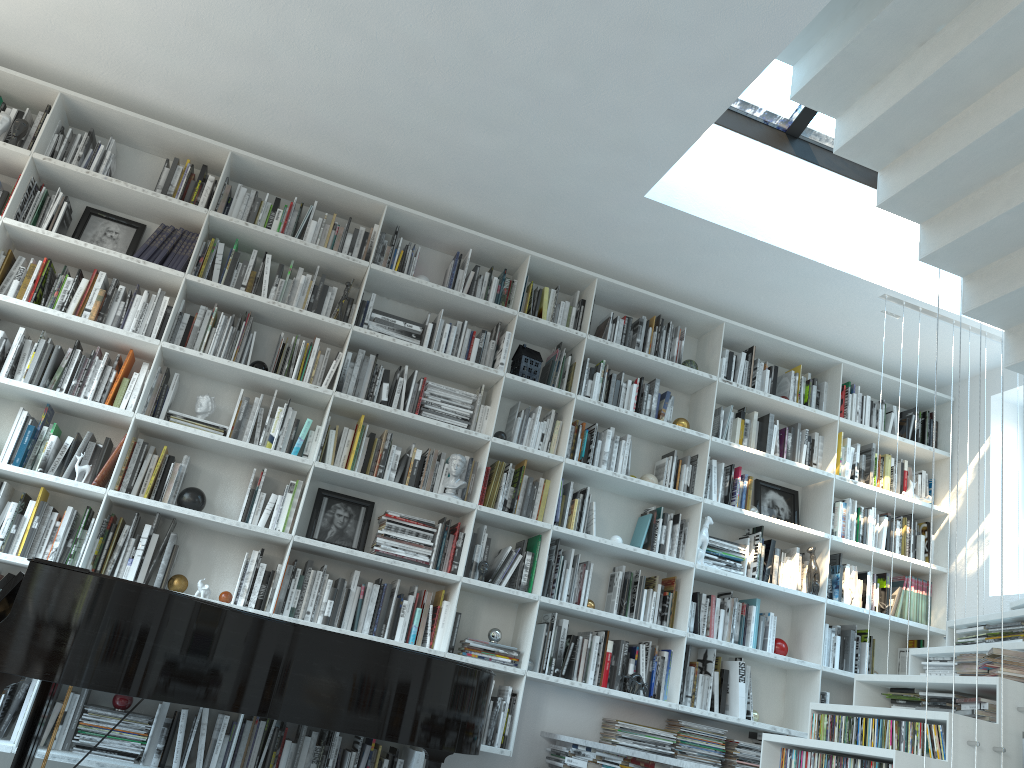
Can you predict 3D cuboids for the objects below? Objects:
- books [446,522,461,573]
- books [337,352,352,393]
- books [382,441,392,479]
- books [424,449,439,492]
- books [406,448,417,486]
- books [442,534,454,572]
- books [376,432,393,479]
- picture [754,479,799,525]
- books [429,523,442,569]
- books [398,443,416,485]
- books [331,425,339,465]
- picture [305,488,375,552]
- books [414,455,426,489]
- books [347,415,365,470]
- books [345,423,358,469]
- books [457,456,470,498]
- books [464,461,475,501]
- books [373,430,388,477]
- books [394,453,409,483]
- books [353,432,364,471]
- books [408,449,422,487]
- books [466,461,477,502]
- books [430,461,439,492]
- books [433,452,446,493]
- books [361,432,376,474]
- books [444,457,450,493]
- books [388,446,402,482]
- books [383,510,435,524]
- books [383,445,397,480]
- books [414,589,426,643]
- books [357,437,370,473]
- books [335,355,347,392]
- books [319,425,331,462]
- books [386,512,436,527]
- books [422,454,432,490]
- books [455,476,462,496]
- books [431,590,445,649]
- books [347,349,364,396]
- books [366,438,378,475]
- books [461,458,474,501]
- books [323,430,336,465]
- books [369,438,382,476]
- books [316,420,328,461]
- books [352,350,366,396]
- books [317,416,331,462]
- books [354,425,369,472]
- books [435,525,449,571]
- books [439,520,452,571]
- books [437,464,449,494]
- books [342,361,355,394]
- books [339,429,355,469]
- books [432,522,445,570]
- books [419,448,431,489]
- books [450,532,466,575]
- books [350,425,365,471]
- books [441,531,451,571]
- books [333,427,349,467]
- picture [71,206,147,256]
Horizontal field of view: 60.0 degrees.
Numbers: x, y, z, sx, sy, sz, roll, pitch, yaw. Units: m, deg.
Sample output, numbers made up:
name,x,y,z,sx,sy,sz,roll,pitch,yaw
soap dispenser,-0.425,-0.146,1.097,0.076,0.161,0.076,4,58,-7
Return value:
name,x,y,z,sx,sy,sz,roll,pitch,yaw
books,-0.323,0.865,4.587,0.011,0.278,0.186,17,-21,-14
books,-0.896,-0.020,4.656,0.026,0.266,0.171,17,-21,-14
books,-0.670,0.420,4.617,0.011,0.250,0.131,17,-21,-14
books,-0.441,0.481,4.662,0.025,0.257,0.151,17,-21,-14
books,-0.548,0.461,4.633,0.010,0.233,0.175,17,-21,-14
books,-0.349,0.894,4.588,0.021,0.216,0.132,17,-21,-14
books,-0.678,0.400,4.590,0.028,0.266,0.190,17,-21,-14
picture,1.603,0.751,5.364,0.300,0.298,0.078,17,-21,-14
books,-0.411,0.852,4.565,0.012,0.253,0.161,17,-21,-14
books,-0.558,0.448,4.638,0.014,0.257,0.162,17,-21,-14
books,-0.920,0.345,4.543,0.042,0.241,0.162,17,-21,-14
picture,-0.874,0.706,4.508,0.300,0.298,0.078,17,-21,-14
books,-0.503,0.488,4.631,0.029,0.199,0.179,17,-21,-14
books,-0.817,0.329,4.553,0.014,0.316,0.188,17,-21,-14
books,-0.845,0.354,4.584,0.010,0.283,0.137,17,-21,-14
books,-0.281,0.527,4.724,0.025,0.278,0.108,17,-21,-14
books,-0.250,0.544,4.725,0.014,0.260,0.137,17,-21,-14
books,-0.699,0.391,4.601,0.013,0.282,0.177,17,-21,-14
books,-0.596,0.469,4.629,0.050,0.198,0.146,17,-21,-14
books,-0.809,0.379,4.576,0.010,0.244,0.150,17,-21,-14
books,-0.527,0.468,4.626,0.029,0.223,0.186,17,-21,-14
books,-0.235,0.549,4.737,0.023,0.263,0.107,17,-21,-14
books,-0.429,0.516,4.674,0.022,0.206,0.114,17,-21,-14
books,-0.401,0.497,4.682,0.024,0.258,0.127,17,-21,-14
books,-0.762,0.391,4.602,0.028,0.258,0.135,17,-21,-14
books,-0.353,0.512,4.702,0.014,0.262,0.135,17,-21,-14
books,-0.628,0.447,4.611,0.030,0.214,0.169,17,-21,-14
books,-0.533,0.698,4.570,0.254,0.012,0.161,16,-21,-10
books,-0.653,0.438,4.603,0.024,0.215,0.176,17,-21,-14
books,-0.482,1.179,4.462,0.010,0.283,0.132,17,-21,-14
books,-0.787,0.396,4.585,0.024,0.227,0.148,17,-21,-14
books,-0.918,-0.017,4.658,0.012,0.253,0.161,17,-21,-14
books,-0.972,0.338,4.542,0.011,0.234,0.142,17,-21,-14
books,-0.536,0.709,4.567,0.254,0.012,0.161,18,-22,-17
books,-0.472,0.493,4.669,0.025,0.229,0.143,17,-21,-14
books,-0.302,0.526,4.705,0.025,0.258,0.131,17,-21,-14
books,-0.394,1.195,4.478,0.011,0.299,0.149,17,-21,-14
books,-0.843,-0.019,4.672,0.026,0.296,0.179,17,-21,-14
books,-0.740,0.406,4.583,0.012,0.227,0.170,17,-21,-14
books,-0.259,0.534,4.711,0.014,0.265,0.154,17,-21,-14
books,-0.937,0.352,4.522,0.053,0.208,0.156,17,-21,-14
books,-0.724,0.409,4.595,0.025,0.235,0.137,17,-21,-14
books,-0.988,0.321,4.532,0.012,0.253,0.161,17,-21,-14
books,-0.829,-0.016,4.696,0.014,0.311,0.134,17,-21,-14
books,-0.978,0.314,4.548,0.010,0.281,0.140,17,-21,-14
books,-0.791,0.361,4.568,0.010,0.279,0.171,17,-21,-14
books,-0.381,0.863,4.581,0.013,0.255,0.163,17,-21,-14
books,-0.367,0.852,4.589,0.011,0.287,0.152,17,-21,-14
books,-0.379,0.531,4.678,0.035,0.200,0.149,17,-21,-14
books,-0.880,0.009,4.670,0.027,0.227,0.148,17,-21,-14
books,-0.864,0.365,4.560,0.029,0.239,0.156,17,-21,-14
books,-0.398,0.852,4.567,0.011,0.259,0.185,17,-21,-14
books,-0.477,0.470,4.634,0.012,0.244,0.186,17,-21,-14
books,-0.303,0.891,4.574,0.034,0.228,0.200,17,-21,-14
books,-0.808,0.357,4.547,0.015,0.265,0.189,17,-21,-14
books,-0.363,0.883,4.588,0.013,0.231,0.134,17,-21,-14
books,-0.891,0.355,4.560,0.026,0.247,0.139,17,-21,-14
picture,-2.068,-0.739,4.522,0.300,0.298,0.078,17,-21,-14
